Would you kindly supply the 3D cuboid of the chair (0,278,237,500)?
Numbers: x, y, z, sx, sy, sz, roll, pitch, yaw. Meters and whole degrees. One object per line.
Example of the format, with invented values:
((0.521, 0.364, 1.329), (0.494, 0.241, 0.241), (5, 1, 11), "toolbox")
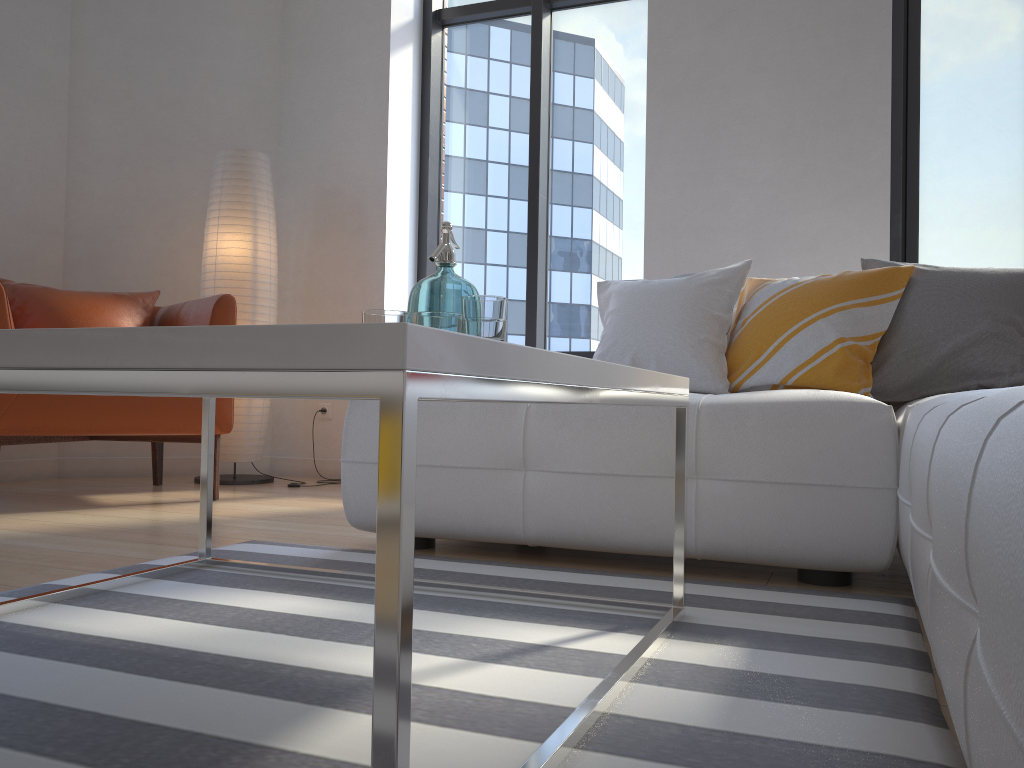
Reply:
((-1.655, 0.007, 3.473), (0.896, 0.858, 0.843), (2, -2, -36), "chair")

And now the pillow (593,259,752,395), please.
((0.915, -0.178, 2.186), (0.580, 0.456, 2.156), (2, -2, -43), "pillow")

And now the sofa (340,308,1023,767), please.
((0.589, 0.070, 1.429), (2.614, 0.732, 3.424), (1, -1, 21), "sofa")

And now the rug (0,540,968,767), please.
((-0.362, 0.401, 1.043), (1.662, 0.016, 2.326), (1, -1, 21), "rug")

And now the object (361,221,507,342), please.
((-0.150, -0.157, 1.480), (0.330, 0.265, 0.330), (2, -2, -45), "object")

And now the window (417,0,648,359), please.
((0.146, -1.302, 4.567), (1.310, 2.402, 0.170), (1, -1, 21), "window")

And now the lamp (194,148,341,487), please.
((-1.062, -0.308, 4.209), (0.804, 1.550, 0.502), (2, -1, -18), "lamp")

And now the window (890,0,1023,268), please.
((2.289, -1.279, 3.728), (1.310, 2.402, 0.170), (1, -1, 21), "window")

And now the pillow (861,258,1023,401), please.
((1.046, -0.199, 1.253), (0.647, 0.453, 2.953), (1, -1, 9), "pillow")

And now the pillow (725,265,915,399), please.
((1.076, -0.163, 1.910), (0.630, 0.440, 2.095), (2, -1, -22), "pillow")

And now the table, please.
((-0.386, 0.185, 1.310), (1.091, 0.435, 1.091), (1, -1, 21), "table")
